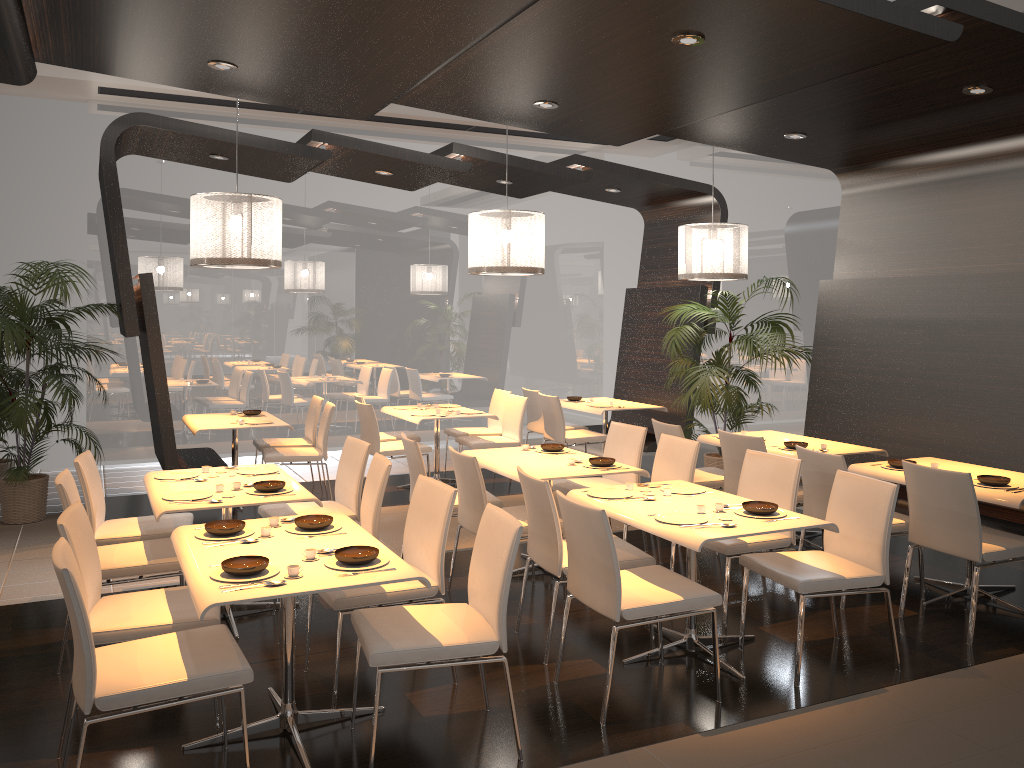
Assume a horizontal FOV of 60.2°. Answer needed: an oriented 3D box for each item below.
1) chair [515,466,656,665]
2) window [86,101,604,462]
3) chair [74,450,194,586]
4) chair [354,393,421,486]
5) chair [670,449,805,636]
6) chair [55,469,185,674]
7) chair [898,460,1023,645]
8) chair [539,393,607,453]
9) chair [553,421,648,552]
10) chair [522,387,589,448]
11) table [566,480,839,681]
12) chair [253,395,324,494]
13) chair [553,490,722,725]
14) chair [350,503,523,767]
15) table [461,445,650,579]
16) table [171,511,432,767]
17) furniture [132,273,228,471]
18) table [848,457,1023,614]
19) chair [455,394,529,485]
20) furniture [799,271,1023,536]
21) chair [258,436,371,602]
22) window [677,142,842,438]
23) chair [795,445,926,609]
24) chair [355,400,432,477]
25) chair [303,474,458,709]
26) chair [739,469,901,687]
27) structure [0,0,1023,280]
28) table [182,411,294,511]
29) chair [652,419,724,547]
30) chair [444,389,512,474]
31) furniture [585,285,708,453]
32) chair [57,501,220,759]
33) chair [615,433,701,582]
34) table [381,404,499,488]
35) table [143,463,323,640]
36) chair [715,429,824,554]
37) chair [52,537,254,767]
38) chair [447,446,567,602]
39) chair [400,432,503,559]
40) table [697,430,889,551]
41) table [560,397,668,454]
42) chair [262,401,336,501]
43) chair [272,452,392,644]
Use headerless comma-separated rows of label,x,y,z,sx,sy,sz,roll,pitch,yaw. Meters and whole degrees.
chair,0.350,0.876,4.498,0.605,0.874,0.484,0,1,-18
window,-1.596,-1.194,10.661,6.581,3.979,0.070,-1,1,-25
chair,-2.119,0.824,4.968,0.605,0.869,0.484,0,1,-18
chair,-1.246,0.533,8.718,0.605,0.869,0.484,0,1,-18
chair,1.260,0.846,4.934,0.605,0.874,0.484,0,1,-28
chair,-1.925,0.872,4.381,0.605,0.869,0.484,0,1,-23
chair,2.486,0.862,4.792,0.605,0.869,0.484,0,1,-23
chair,0.604,0.532,8.870,0.605,0.874,0.484,0,1,-23
chair,0.608,0.735,6.281,0.605,0.869,0.484,-1,1,-28
chair,0.444,0.480,9.497,0.605,0.869,0.484,0,1,-23
table,0.890,0.961,4.380,0.800,0.725,1.150,-1,3,-25
chair,-2.081,0.567,8.263,0.605,0.874,0.484,0,1,-23
chair,0.533,0.924,3.900,0.605,0.874,0.484,0,1,-23
chair,-0.288,0.955,3.429,0.605,0.869,0.484,0,1,-18
table,0.352,0.848,5.782,1.053,0.725,1.150,-1,4,-25
table,-0.892,1.020,3.531,0.800,0.725,1.150,-1,3,-25
furniture,-2.825,-0.082,7.566,0.757,1.674,1.404,0,2,-26
table,2.723,0.903,5.243,0.800,0.725,1.150,-1,3,-25
chair,-0.180,0.557,8.486,0.605,0.869,0.484,0,1,-23
furniture,3.027,0.054,6.213,0.757,1.673,2.907,0,3,-25
chair,-1.198,0.794,5.416,0.605,0.869,0.484,-1,1,-28
window,3.544,-1.023,8.823,0.070,3.975,6.594,0,3,-26
chair,2.067,0.818,5.316,0.605,0.869,0.484,0,1,-18
chair,-1.098,0.590,8.032,0.605,0.874,0.484,0,1,-28
chair,-0.592,0.907,4.051,0.605,0.874,0.484,0,1,-28
chair,1.494,0.899,4.279,0.605,0.874,0.484,0,1,-18
structure,-1.210,-1.012,4.189,10.664,1.735,2.907,-2,4,-25
table,-2.439,0.676,7.782,0.800,0.725,1.150,-1,3,-25
chair,1.394,0.712,6.647,0.605,0.874,0.484,0,1,-18
chair,-0.340,0.509,9.113,0.605,0.874,0.484,0,1,-23
furniture,1.376,-0.219,9.569,0.757,1.674,1.404,0,2,-26
chair,-1.503,0.936,3.596,0.605,0.869,0.484,0,1,-18
chair,0.842,0.787,5.625,0.605,0.869,0.484,0,1,-23
table,-0.728,0.622,8.586,0.800,0.725,1.150,-1,3,-25
table,-1.568,0.911,4.862,0.800,0.725,1.150,-1,3,-25
chair,1.773,0.757,6.095,0.605,0.874,0.484,0,1,-28
chair,-1.250,0.980,3.051,0.605,0.869,0.484,-1,1,-28
chair,-0.047,0.817,5.219,0.605,0.874,0.484,0,1,-23
chair,-0.417,0.767,5.800,0.605,0.869,0.484,0,1,-18
table,2.049,0.794,6.574,0.800,0.725,1.150,-1,3,-25
table,0.991,0.566,9.398,0.800,0.725,1.150,-1,3,-25
chair,-1.847,0.613,7.670,0.605,0.869,0.484,0,1,-18
chair,-0.964,0.849,4.761,0.605,0.874,0.484,0,1,-18
